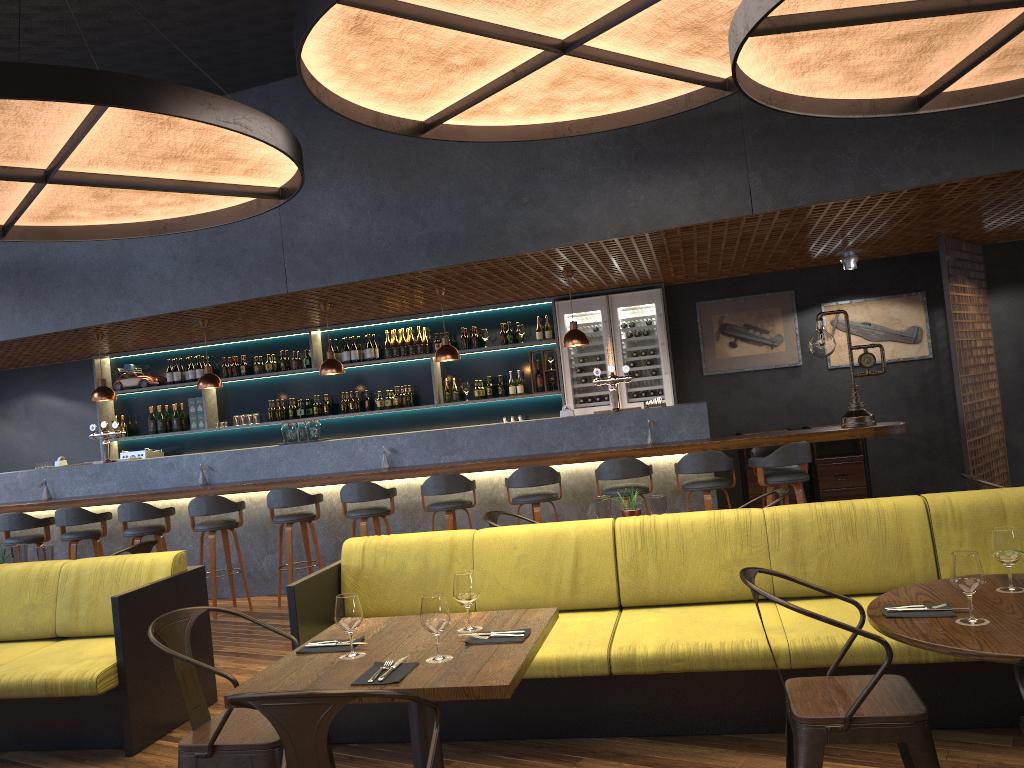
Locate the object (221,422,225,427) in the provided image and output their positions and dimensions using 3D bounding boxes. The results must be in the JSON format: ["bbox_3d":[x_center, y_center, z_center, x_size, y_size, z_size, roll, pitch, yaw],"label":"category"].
[{"bbox_3d":[-3.487,0.488,10.691,0.042,0.059,0.042,-5,-2,-26],"label":"object"}]

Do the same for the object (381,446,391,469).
[{"bbox_3d":[-1.152,0.667,8.101,0.114,0.203,0.069,-6,-1,1],"label":"object"}]

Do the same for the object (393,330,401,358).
[{"bbox_3d":[-1.340,-0.464,10.244,0.084,0.330,0.084,-6,-2,19],"label":"object"}]

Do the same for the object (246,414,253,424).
[{"bbox_3d":[-3.160,0.424,10.679,0.084,0.119,0.084,-5,-2,-33],"label":"object"}]

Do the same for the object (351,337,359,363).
[{"bbox_3d":[-1.842,-0.399,10.358,0.086,0.310,0.085,-7,-2,39],"label":"object"}]

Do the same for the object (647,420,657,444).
[{"bbox_3d":[1.191,0.412,7.612,0.114,0.203,0.069,-5,-2,-44],"label":"object"}]

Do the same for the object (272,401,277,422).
[{"bbox_3d":[-2.867,0.327,10.677,0.063,0.254,0.063,-6,-1,4],"label":"object"}]

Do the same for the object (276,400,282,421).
[{"bbox_3d":[-2.779,0.314,10.558,0.063,0.254,0.063,-6,-1,-1],"label":"object"}]

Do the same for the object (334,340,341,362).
[{"bbox_3d":[-2.075,-0.371,10.503,0.086,0.310,0.085,-7,-2,26],"label":"object"}]

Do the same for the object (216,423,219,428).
[{"bbox_3d":[-3.571,0.498,10.747,0.042,0.059,0.042,-5,-2,-26],"label":"object"}]

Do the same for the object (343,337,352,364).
[{"bbox_3d":[-1.931,-0.389,10.380,0.085,0.310,0.086,-4,-2,-45],"label":"object"}]

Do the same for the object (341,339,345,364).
[{"bbox_3d":[-1.978,-0.381,10.482,0.086,0.310,0.085,-7,-2,39],"label":"object"}]

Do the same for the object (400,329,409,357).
[{"bbox_3d":[-1.250,-0.474,10.224,0.084,0.330,0.084,-6,-2,19],"label":"object"}]

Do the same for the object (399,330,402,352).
[{"bbox_3d":[-1.289,-0.468,10.322,0.084,0.330,0.084,-6,-2,19],"label":"object"}]

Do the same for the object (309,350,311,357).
[{"bbox_3d":[-2.390,-0.292,10.582,0.088,0.224,0.088,-6,-1,6],"label":"object"}]

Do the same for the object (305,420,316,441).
[{"bbox_3d":[-1.919,0.452,8.473,0.105,0.209,0.105,-5,-2,-43],"label":"object"}]

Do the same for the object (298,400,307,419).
[{"bbox_3d":[-2.488,0.298,10.519,0.088,0.224,0.088,-7,-2,26],"label":"object"}]

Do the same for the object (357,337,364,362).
[{"bbox_3d":[-1.795,-0.401,10.445,0.086,0.310,0.085,-7,-2,23],"label":"object"}]

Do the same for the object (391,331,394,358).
[{"bbox_3d":[-1.381,-0.458,10.344,0.084,0.330,0.084,-6,-2,19],"label":"object"}]

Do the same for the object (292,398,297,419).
[{"bbox_3d":[-2.618,0.301,10.674,0.063,0.254,0.063,-6,-2,-16],"label":"object"}]

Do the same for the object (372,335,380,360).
[{"bbox_3d":[-1.610,-0.422,10.409,0.085,0.310,0.086,-5,-2,-37],"label":"object"}]

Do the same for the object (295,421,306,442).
[{"bbox_3d":[-2.032,0.466,8.551,0.105,0.209,0.105,-5,-2,-43],"label":"object"}]

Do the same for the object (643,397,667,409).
[{"bbox_3d":[1.254,0.164,7.788,0.177,0.091,0.091,-6,-2,-13],"label":"object"}]

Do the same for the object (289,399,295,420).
[{"bbox_3d":[-2.633,0.300,10.587,0.063,0.254,0.063,-7,-2,40],"label":"object"}]

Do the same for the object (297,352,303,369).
[{"bbox_3d":[-2.539,-0.274,10.571,0.068,0.217,0.068,-6,-2,17],"label":"object"}]

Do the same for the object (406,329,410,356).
[{"bbox_3d":[-1.197,-0.478,10.305,0.084,0.330,0.084,-6,-2,19],"label":"object"}]

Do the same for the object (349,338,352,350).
[{"bbox_3d":[-1.889,-0.391,10.468,0.085,0.310,0.086,-5,-2,-37],"label":"object"}]

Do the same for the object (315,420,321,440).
[{"bbox_3d":[-1.902,0.453,8.587,0.105,0.209,0.105,-5,-2,-43],"label":"object"}]

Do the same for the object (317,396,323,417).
[{"bbox_3d":[-2.294,0.264,10.564,0.063,0.254,0.063,-7,-2,45],"label":"object"}]

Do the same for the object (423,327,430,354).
[{"bbox_3d":[-1.005,-0.498,10.298,0.084,0.330,0.084,-6,-2,19],"label":"object"}]

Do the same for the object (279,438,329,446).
[{"bbox_3d":[-2.012,0.560,8.574,0.437,0.019,0.273,-6,-1,12],"label":"object"}]

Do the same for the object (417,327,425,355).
[{"bbox_3d":[-1.057,-0.495,10.182,0.084,0.330,0.084,-6,-2,19],"label":"object"}]

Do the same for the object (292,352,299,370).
[{"bbox_3d":[-2.566,-0.274,10.481,0.068,0.217,0.068,-6,-1,-3],"label":"object"}]

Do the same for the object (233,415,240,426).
[{"bbox_3d":[-3.327,0.442,10.714,0.084,0.119,0.084,-5,-2,-33],"label":"object"}]

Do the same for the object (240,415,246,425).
[{"bbox_3d":[-3.244,0.433,10.697,0.084,0.119,0.084,-5,-2,-33],"label":"object"}]

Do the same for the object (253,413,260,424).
[{"bbox_3d":[-3.075,0.414,10.661,0.084,0.119,0.084,-5,-2,-33],"label":"object"}]

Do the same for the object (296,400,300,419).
[{"bbox_3d":[-2.538,0.306,10.621,0.088,0.224,0.088,-5,-2,-24],"label":"object"}]

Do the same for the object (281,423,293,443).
[{"bbox_3d":[-2.159,0.478,8.528,0.105,0.209,0.105,-5,-2,-43],"label":"object"}]

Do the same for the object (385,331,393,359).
[{"bbox_3d":[-1.432,-0.454,10.262,0.084,0.330,0.084,-6,-2,19],"label":"object"}]

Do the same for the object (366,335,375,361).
[{"bbox_3d":[-1.652,-0.419,10.321,0.085,0.310,0.086,-4,-2,-45],"label":"object"}]

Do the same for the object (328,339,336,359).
[{"bbox_3d":[-2.123,-0.368,10.416,0.086,0.310,0.085,-7,-2,39],"label":"object"}]

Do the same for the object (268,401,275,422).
[{"bbox_3d":[-2.877,0.325,10.579,0.063,0.254,0.063,-6,-2,-16],"label":"object"}]

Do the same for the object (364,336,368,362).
[{"bbox_3d":[-1.702,-0.411,10.430,0.086,0.310,0.085,-7,-2,39],"label":"object"}]

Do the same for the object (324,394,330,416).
[{"bbox_3d":[-2.186,0.250,10.452,0.063,0.254,0.063,-5,-2,-36],"label":"object"}]

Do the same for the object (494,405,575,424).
[{"bbox_3d":[0.188,0.273,8.034,0.766,0.106,0.200,-6,-1,12],"label":"object"}]

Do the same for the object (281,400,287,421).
[{"bbox_3d":[-2.747,0.314,10.652,0.063,0.254,0.063,-5,-2,-31],"label":"object"}]

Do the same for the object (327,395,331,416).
[{"bbox_3d":[-2.191,0.253,10.537,0.063,0.254,0.063,-6,-2,-16],"label":"object"}]

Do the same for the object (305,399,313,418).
[{"bbox_3d":[-2.438,0.296,10.623,0.088,0.224,0.088,-6,-2,-14],"label":"object"}]

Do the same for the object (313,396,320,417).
[{"bbox_3d":[-2.318,0.265,10.487,0.063,0.254,0.063,-7,-2,30],"label":"object"}]

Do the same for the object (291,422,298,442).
[{"bbox_3d":[-2.125,0.477,8.631,0.105,0.209,0.105,-5,-2,-43],"label":"object"}]

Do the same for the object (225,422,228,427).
[{"bbox_3d":[-3.456,0.486,10.723,0.042,0.059,0.042,-5,-2,-26],"label":"object"}]

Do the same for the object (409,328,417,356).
[{"bbox_3d":[-1.151,-0.485,10.199,0.084,0.330,0.084,-6,-2,19],"label":"object"}]
